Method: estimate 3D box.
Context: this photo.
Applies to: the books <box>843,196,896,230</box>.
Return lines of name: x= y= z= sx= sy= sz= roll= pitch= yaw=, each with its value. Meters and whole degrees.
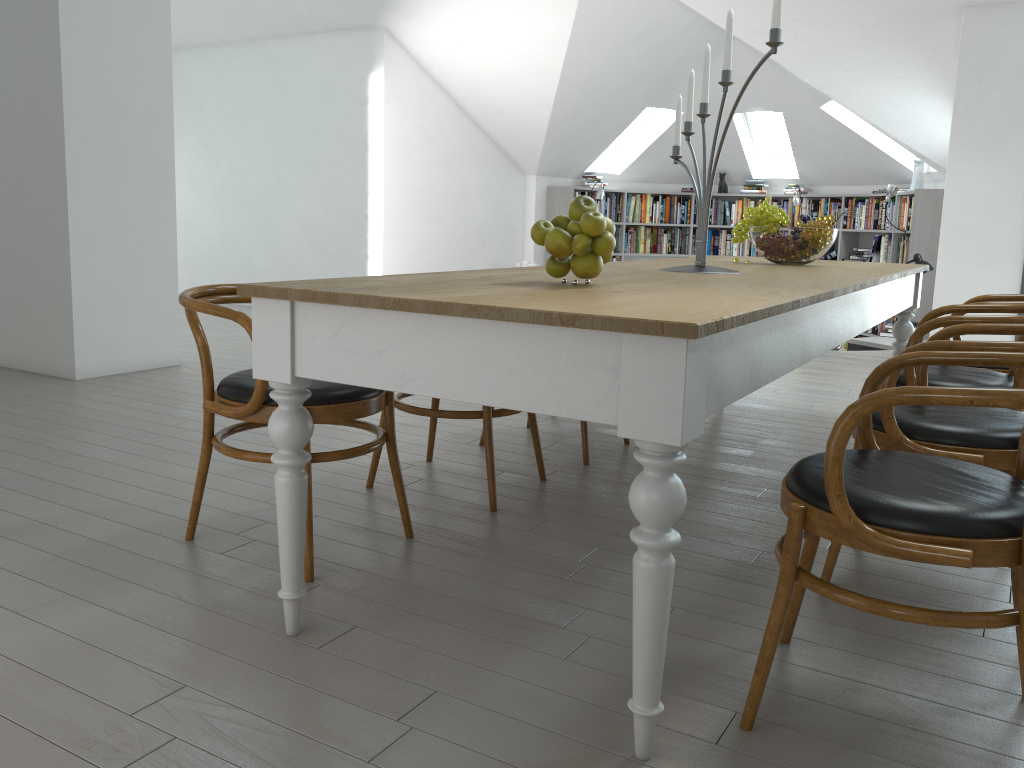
books: x=4.098 y=-1.903 z=9.891 sx=0.306 sy=0.366 sz=0.974 roll=-1 pitch=11 yaw=-16

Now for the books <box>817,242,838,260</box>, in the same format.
books: x=3.786 y=-1.635 z=10.542 sx=0.224 sy=0.339 sz=0.400 roll=-6 pitch=12 yaw=-39

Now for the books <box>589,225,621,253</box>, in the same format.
books: x=0.924 y=-1.774 z=10.831 sx=1.090 sy=0.346 sz=0.304 roll=-8 pitch=14 yaw=-43

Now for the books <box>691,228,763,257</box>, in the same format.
books: x=2.778 y=-1.803 z=11.276 sx=1.029 sy=0.357 sz=0.302 roll=5 pitch=10 yaw=16

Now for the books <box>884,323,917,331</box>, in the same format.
books: x=3.620 y=-0.531 z=8.182 sx=0.270 sy=0.031 sz=0.286 roll=10 pitch=14 yaw=39

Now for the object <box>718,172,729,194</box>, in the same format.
object: x=2.666 y=-2.524 z=11.152 sx=0.147 sy=0.264 sz=0.202 roll=6 pitch=10 yaw=27

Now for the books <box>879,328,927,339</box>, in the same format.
books: x=3.618 y=-0.463 z=8.192 sx=0.366 sy=0.042 sz=0.389 roll=8 pitch=12 yaw=30

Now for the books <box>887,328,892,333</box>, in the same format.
books: x=3.619 y=-0.499 z=8.186 sx=0.286 sy=0.034 sz=0.305 roll=6 pitch=11 yaw=20

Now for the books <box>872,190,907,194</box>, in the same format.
books: x=4.197 y=-2.103 z=9.744 sx=0.316 sy=0.036 sz=0.337 roll=0 pitch=10 yaw=-7

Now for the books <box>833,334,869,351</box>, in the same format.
books: x=4.069 y=-0.362 z=9.857 sx=0.359 sy=0.310 sz=1.504 roll=0 pitch=10 yaw=-8

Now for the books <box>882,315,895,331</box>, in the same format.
books: x=4.092 y=-0.598 z=9.142 sx=0.304 sy=0.357 sz=1.189 roll=4 pitch=10 yaw=11

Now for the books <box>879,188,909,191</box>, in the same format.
books: x=4.198 y=-2.131 z=9.740 sx=0.233 sy=0.027 sz=0.248 roll=2 pitch=10 yaw=3

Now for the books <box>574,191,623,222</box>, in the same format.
books: x=0.932 y=-2.152 z=10.750 sx=1.034 sy=0.359 sz=0.301 roll=-8 pitch=13 yaw=-43

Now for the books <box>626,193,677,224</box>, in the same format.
books: x=1.704 y=-2.216 z=11.203 sx=0.793 sy=0.371 sz=0.270 roll=-1 pitch=10 yaw=-16

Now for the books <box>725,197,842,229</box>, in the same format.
books: x=3.362 y=-2.103 z=10.859 sx=1.569 sy=0.365 sz=0.395 roll=9 pitch=12 yaw=35

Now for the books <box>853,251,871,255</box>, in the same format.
books: x=4.074 y=-1.504 z=10.165 sx=0.213 sy=0.036 sz=0.228 roll=0 pitch=11 yaw=-10

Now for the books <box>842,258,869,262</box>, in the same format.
books: x=4.071 y=-1.411 z=10.179 sx=0.365 sy=0.042 sz=0.390 roll=-2 pitch=11 yaw=-19

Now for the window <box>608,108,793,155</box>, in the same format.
window: x=2.833 y=-3.042 z=10.128 sx=4.061 sy=0.710 sz=1.938 roll=8 pitch=12 yaw=30

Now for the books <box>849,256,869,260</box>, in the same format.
books: x=4.072 y=-1.443 z=10.174 sx=0.269 sy=0.031 sz=0.287 roll=-3 pitch=11 yaw=-24

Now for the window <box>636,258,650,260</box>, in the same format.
window: x=2.759 y=-1.065 z=11.445 sx=3.232 sy=1.146 sz=0.619 roll=5 pitch=10 yaw=16

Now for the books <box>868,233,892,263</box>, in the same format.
books: x=4.175 y=-1.474 z=9.705 sx=0.256 sy=0.349 sz=0.556 roll=0 pitch=10 yaw=-13

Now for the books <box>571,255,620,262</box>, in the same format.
books: x=0.924 y=-1.394 z=10.840 sx=1.021 sy=0.357 sz=0.261 roll=-8 pitch=13 yaw=-42

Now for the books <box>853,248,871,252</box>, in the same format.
books: x=4.074 y=-1.536 z=10.160 sx=0.269 sy=0.031 sz=0.287 roll=4 pitch=11 yaw=10

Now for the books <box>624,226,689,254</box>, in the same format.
books: x=2.534 y=-1.781 z=11.152 sx=2.529 sy=0.369 sz=0.593 roll=4 pitch=10 yaw=11

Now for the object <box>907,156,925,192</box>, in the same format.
object: x=4.169 y=-2.204 z=9.084 sx=0.179 sy=0.470 sz=0.179 roll=9 pitch=12 yaw=39

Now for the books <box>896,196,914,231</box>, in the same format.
books: x=4.122 y=-1.720 z=8.915 sx=0.293 sy=0.360 sz=1.018 roll=4 pitch=10 yaw=12

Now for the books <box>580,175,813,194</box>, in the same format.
books: x=2.241 y=-2.464 z=10.994 sx=2.814 sy=0.173 sz=0.751 roll=2 pitch=10 yaw=1

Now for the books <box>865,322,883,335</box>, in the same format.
books: x=4.056 y=-0.774 z=10.083 sx=0.272 sy=0.349 sz=0.876 roll=-1 pitch=11 yaw=-18

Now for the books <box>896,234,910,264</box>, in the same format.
books: x=4.107 y=-1.340 z=8.963 sx=0.279 sy=0.356 sz=1.056 roll=4 pitch=11 yaw=16

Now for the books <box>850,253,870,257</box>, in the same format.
books: x=4.073 y=-1.474 z=10.170 sx=0.269 sy=0.031 sz=0.287 roll=0 pitch=11 yaw=-10

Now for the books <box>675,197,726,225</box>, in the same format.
books: x=2.380 y=-2.200 z=11.287 sx=0.682 sy=0.344 sz=0.266 roll=3 pitch=9 yaw=7
